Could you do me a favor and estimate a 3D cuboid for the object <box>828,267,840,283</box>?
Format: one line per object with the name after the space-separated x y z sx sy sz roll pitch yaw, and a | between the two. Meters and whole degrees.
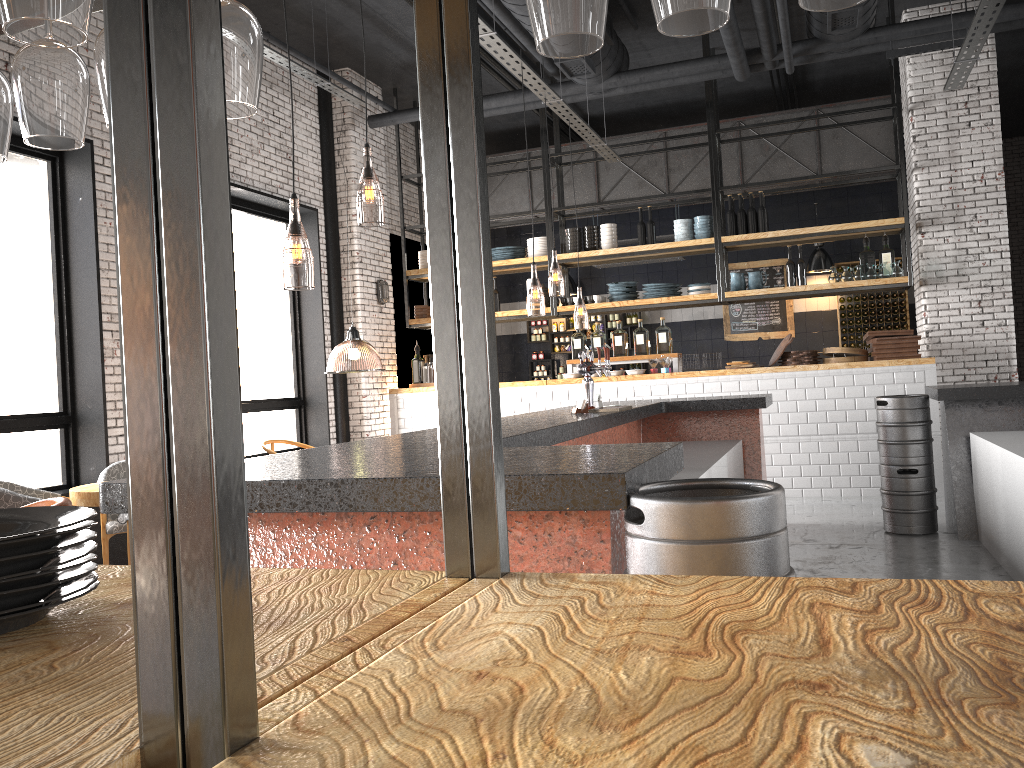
3.398 -1.146 9.360 0.118 0.181 0.118 -3 -1 -17 | object

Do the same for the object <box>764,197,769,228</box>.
2.801 -1.852 9.862 0.098 0.458 0.098 -3 -1 -3 | object

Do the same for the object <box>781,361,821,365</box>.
3.021 -0.222 9.224 0.407 0.019 0.458 -3 0 -8 | object

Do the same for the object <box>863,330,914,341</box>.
3.747 -0.483 8.852 0.406 0.094 0.636 -3 0 17 | object

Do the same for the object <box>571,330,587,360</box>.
0.764 -0.481 10.115 0.154 0.404 0.154 -4 -1 19 | object

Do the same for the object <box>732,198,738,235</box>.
2.448 -1.832 9.844 0.098 0.458 0.098 -4 -1 42 | object

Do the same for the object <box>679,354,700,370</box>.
1.910 -0.236 9.547 0.181 0.168 0.170 -4 -1 29 | object

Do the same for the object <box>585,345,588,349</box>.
0.839 -0.364 10.002 0.032 0.164 0.080 -3 -1 -9 | object

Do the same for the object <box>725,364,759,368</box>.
2.451 -0.190 9.401 0.276 0.019 0.514 -3 0 25 | object

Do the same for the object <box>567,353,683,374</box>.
1.270 -0.031 9.936 1.249 0.551 0.315 -3 -1 19 | object

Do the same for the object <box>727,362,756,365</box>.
2.450 -0.216 9.397 0.229 0.016 0.557 -3 0 26 | object

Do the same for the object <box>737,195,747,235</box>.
2.504 -1.835 9.681 0.098 0.458 0.098 -4 -1 42 | object

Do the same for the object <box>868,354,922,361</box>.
3.829 -0.265 8.890 0.405 0.044 0.636 -3 0 15 | object

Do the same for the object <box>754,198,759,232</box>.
2.700 -1.846 9.898 0.098 0.458 0.098 -3 -1 -3 | object

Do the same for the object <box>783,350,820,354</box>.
2.982 -0.333 9.244 0.458 0.019 0.406 -3 0 -24 | object

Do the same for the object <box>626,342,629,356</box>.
1.288 -0.390 9.867 0.031 0.164 0.046 -4 -1 45 | object

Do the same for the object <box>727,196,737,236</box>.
2.403 -1.829 9.717 0.098 0.458 0.098 -4 -1 42 | object

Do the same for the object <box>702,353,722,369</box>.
2.155 -0.250 9.557 0.181 0.168 0.170 -3 0 -1 | object

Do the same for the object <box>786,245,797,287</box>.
3.029 -1.269 9.641 0.098 0.471 0.098 -3 -1 8 | object

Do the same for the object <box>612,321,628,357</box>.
1.211 -0.506 9.957 0.154 0.404 0.154 -4 -1 19 | object

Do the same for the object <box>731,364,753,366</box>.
2.442 -0.202 9.399 0.214 0.013 0.521 -3 0 16 | object

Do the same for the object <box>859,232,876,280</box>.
3.766 -1.349 9.398 0.156 0.554 0.106 -4 -1 24 | object

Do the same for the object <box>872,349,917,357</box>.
3.827 -0.309 8.891 0.405 0.044 0.636 -3 0 22 | object

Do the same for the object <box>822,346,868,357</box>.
3.403 -0.335 9.056 0.440 0.154 0.436 -3 0 -23 | object

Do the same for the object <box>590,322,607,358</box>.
0.980 -0.493 10.030 0.154 0.404 0.154 -4 -1 19 | object

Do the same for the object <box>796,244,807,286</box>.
3.131 -1.275 9.605 0.098 0.471 0.098 -4 -1 27 | object

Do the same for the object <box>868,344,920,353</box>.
3.824 -0.353 8.892 0.405 0.044 0.636 -3 0 16 | object

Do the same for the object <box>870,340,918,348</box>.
3.822 -0.398 8.893 0.405 0.044 0.636 -3 0 20 | object

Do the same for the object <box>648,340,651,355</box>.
1.513 -0.403 9.764 0.024 0.164 0.062 -3 -1 10 | object

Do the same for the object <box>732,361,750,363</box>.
2.404 -0.235 9.243 0.184 0.011 0.254 -3 0 41 | object

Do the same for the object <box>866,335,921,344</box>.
3.819 -0.442 8.893 0.405 0.044 0.636 -3 0 13 | object

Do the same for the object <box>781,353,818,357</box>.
3.007 -0.302 9.235 0.407 0.019 0.458 -3 0 -28 | object

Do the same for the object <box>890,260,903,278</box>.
3.955 -1.178 9.111 0.118 0.181 0.118 -4 -1 44 | object

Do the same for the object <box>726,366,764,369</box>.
2.480 -0.175 9.343 0.458 0.019 0.406 -3 0 -29 | object

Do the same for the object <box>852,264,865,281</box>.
3.619 -1.159 9.252 0.118 0.181 0.118 -3 -1 -37 | object

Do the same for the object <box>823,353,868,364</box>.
3.403 -0.267 9.053 0.436 0.097 0.437 -3 0 44 | object

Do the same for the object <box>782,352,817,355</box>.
3.001 -0.318 9.239 0.407 0.019 0.458 -3 0 -37 | object

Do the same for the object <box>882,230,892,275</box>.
3.946 -1.362 9.345 0.140 0.550 0.096 -4 -1 24 | object

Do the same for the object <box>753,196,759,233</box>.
2.654 -1.844 9.771 0.098 0.458 0.098 -3 -1 -3 | object

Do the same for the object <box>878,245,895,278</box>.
3.953 -1.286 9.348 0.156 0.406 0.106 -4 -1 24 | object

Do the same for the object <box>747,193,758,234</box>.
2.609 -1.841 9.643 0.098 0.458 0.098 -3 -1 -3 | object

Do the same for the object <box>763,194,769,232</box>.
2.756 -1.849 9.735 0.098 0.458 0.098 -3 -1 -3 | object

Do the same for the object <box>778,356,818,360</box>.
2.965 -0.267 9.237 0.406 0.019 0.458 -3 0 33 | object

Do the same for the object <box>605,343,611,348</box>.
1.069 -0.377 9.939 0.077 0.164 0.039 -3 -1 -26 | object

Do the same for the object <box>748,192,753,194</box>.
2.596 -2.067 9.648 0.046 0.031 0.046 -3 0 -3 | object

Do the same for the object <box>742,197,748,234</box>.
2.549 -1.838 9.808 0.098 0.458 0.098 -4 -1 42 | object

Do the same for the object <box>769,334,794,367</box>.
2.791 -0.350 9.199 0.242 0.338 0.488 -3 0 5 | object

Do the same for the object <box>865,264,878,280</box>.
3.737 -1.166 9.225 0.118 0.181 0.118 -3 -1 -4 | object

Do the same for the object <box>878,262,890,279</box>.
3.857 -1.172 9.201 0.118 0.181 0.118 -3 -1 3 | object

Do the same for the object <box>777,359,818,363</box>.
3.002 -0.237 9.239 0.407 0.019 0.458 -3 0 -42 | object

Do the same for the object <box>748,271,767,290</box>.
2.681 -1.129 9.733 0.166 0.230 0.198 -3 -1 -10 | object

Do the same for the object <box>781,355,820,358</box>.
2.982 -0.284 9.243 0.458 0.019 0.406 -3 0 -28 | object

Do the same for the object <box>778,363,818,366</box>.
3.008 -0.205 9.236 0.407 0.019 0.458 -3 0 -35 | object

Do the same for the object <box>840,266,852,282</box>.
3.506 -1.152 9.302 0.118 0.181 0.118 -3 -1 -21 | object

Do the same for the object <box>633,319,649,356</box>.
1.439 -0.519 9.871 0.154 0.404 0.154 -4 -1 19 | object

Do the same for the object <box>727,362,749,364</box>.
2.391 -0.224 9.320 0.172 0.010 0.368 -3 0 30 | object

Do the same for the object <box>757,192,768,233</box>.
2.711 -1.847 9.607 0.098 0.458 0.098 -3 -1 -3 | object

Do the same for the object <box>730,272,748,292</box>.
2.518 -1.119 9.804 0.198 0.230 0.166 -4 -1 26 | object

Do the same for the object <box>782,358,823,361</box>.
2.995 -0.253 9.242 0.458 0.019 0.406 -3 0 -12 | object
